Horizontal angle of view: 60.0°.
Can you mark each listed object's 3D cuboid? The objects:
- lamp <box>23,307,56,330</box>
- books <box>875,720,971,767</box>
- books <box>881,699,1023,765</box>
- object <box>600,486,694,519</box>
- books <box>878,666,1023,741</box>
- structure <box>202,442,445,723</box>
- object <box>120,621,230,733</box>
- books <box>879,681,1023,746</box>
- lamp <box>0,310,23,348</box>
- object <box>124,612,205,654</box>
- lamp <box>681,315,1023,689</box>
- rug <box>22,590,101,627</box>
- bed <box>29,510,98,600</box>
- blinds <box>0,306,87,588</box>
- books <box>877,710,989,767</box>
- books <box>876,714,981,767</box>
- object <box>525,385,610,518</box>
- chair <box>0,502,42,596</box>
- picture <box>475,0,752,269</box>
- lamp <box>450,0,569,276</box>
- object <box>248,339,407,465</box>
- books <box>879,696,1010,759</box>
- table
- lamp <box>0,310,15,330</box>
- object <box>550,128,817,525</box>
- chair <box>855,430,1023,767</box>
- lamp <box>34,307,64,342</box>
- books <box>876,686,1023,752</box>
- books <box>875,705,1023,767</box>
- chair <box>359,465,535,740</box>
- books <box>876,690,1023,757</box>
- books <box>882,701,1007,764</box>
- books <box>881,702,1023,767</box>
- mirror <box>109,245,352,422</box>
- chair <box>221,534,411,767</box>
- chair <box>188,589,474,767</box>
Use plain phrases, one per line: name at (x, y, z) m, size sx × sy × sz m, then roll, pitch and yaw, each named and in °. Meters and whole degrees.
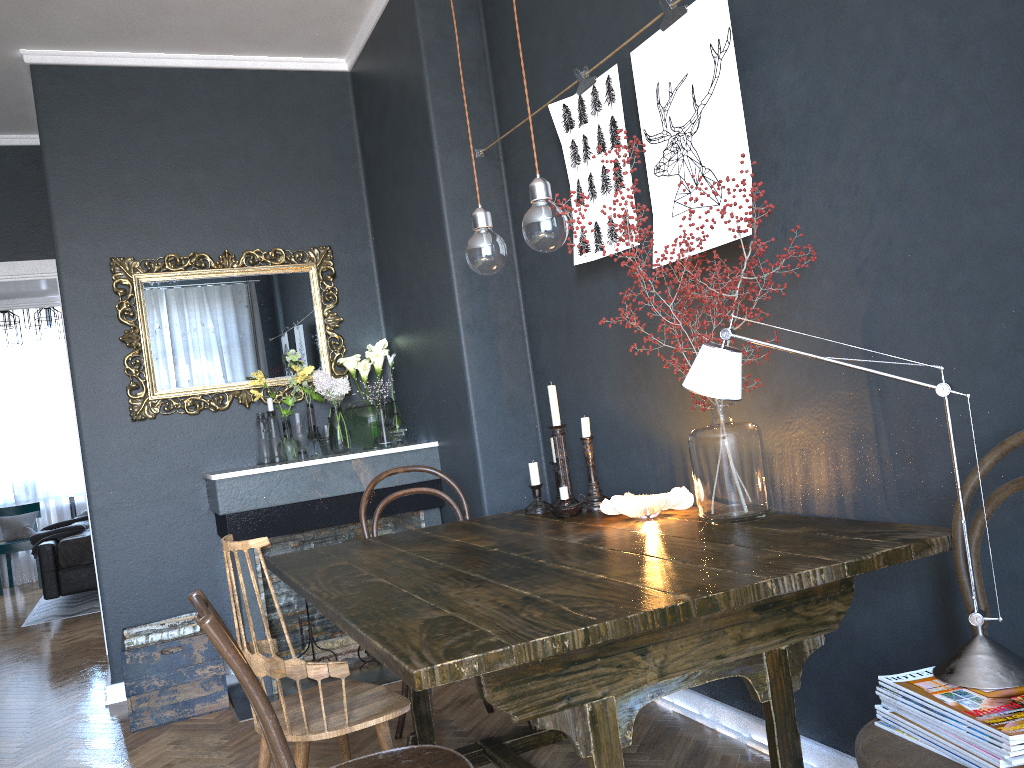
lamp at (-3.808, -0.831, 7.073) m, size 0.210 × 0.769 × 0.210 m, roll -8°, pitch -1°, yaw -10°
books at (0.769, 0.561, 1.407) m, size 0.218 × 0.008 × 0.305 m, roll -7°, pitch -2°, yaw -16°
books at (0.771, 0.520, 1.402) m, size 0.218 × 0.006 × 0.305 m, roll -8°, pitch -2°, yaw -11°
object at (0.371, 0.332, 2.438) m, size 0.252 × 0.072 × 0.254 m, roll -7°, pitch -2°, yaw -17°
books at (0.767, 0.486, 1.401) m, size 0.218 × 0.013 × 0.305 m, roll -8°, pitch -2°, yaw -11°
structure at (-0.817, 0.826, 4.076) m, size 1.064 × 0.981 × 0.835 m, roll -7°, pitch -1°, yaw -23°
object at (-1.472, 1.230, 3.857) m, size 0.383 × 0.326 × 0.553 m, roll -7°, pitch -1°, yaw -23°
books at (0.769, 0.494, 1.403) m, size 0.218 × 0.008 × 0.305 m, roll -8°, pitch -2°, yaw -11°
lamp at (-4.355, -0.724, 7.573) m, size 0.210 × 0.804 × 0.210 m, roll -8°, pitch -1°, yaw -10°
object at (-1.478, 1.154, 3.860) m, size 0.369 × 0.246 × 0.533 m, roll -7°, pitch -2°, yaw -23°
lamp at (0.739, 0.359, 1.541) m, size 0.800 × 1.069 × 0.242 m, roll -8°, pitch -1°, yaw 21°
rug at (-3.268, 1.749, 7.604) m, size 1.457 × 0.013 × 2.047 m, roll -7°, pitch -2°, yaw -23°
bed at (-2.892, 1.118, 7.843) m, size 2.373 × 1.161 × 2.268 m, roll -7°, pitch -2°, yaw -23°
blinds at (-4.569, 0.561, 9.209) m, size 3.989 × 2.788 × 0.312 m, roll -7°, pitch -1°, yaw -23°
books at (0.767, 0.546, 1.408) m, size 0.218 × 0.008 × 0.305 m, roll -8°, pitch -2°, yaw -11°
books at (0.767, 0.554, 1.409) m, size 0.218 × 0.007 × 0.305 m, roll -8°, pitch -2°, yaw -11°
object at (0.147, 0.201, 2.857) m, size 0.223 × 0.419 × 0.368 m, roll -8°, pitch -1°, yaw -22°
chair at (-4.779, 1.583, 8.600) m, size 0.435 × 0.798 × 0.593 m, roll -8°, pitch -1°, yaw -23°
picture at (0.774, -0.779, 1.664) m, size 0.057 × 0.771 × 4.462 m, roll -8°, pitch -2°, yaw -23°
lamp at (-0.753, -0.987, 2.167) m, size 1.591 × 1.574 × 0.583 m, roll -8°, pitch -1°, yaw 8°
object at (-0.881, 0.069, 4.276) m, size 0.726 × 0.547 × 0.474 m, roll -7°, pitch -1°, yaw -20°
books at (0.766, 0.516, 1.404) m, size 0.218 × 0.008 × 0.288 m, roll -8°, pitch -2°, yaw -12°
table at (0.110, 0.764, 2.208) m, size 1.125 × 0.727 × 1.606 m, roll -7°, pitch -2°, yaw -23°
lamp at (-4.214, -0.804, 7.215) m, size 0.210 × 0.714 × 0.210 m, roll -8°, pitch -1°, yaw -10°
object at (0.494, -0.125, 2.191) m, size 0.557 × 0.930 × 0.638 m, roll -9°, pitch -1°, yaw 37°
chair at (0.812, 0.546, 1.401) m, size 0.549 × 0.920 × 0.438 m, roll -7°, pitch -1°, yaw -26°
lamp at (-4.196, -0.764, 7.979) m, size 0.210 × 0.747 × 0.210 m, roll -8°, pitch -1°, yaw -10°
books at (0.766, 0.502, 1.402) m, size 0.218 × 0.008 × 0.305 m, roll -8°, pitch -2°, yaw -12°
books at (0.764, 0.538, 1.409) m, size 0.218 × 0.013 × 0.305 m, roll -8°, pitch -2°, yaw -11°
chair at (-0.231, 0.735, 2.982) m, size 0.437 × 0.920 × 0.549 m, roll -8°, pitch -1°, yaw -21°
books at (0.764, 0.509, 1.401) m, size 0.218 × 0.008 × 0.305 m, roll -8°, pitch -2°, yaw -12°
books at (0.770, 0.527, 1.410) m, size 0.218 × 0.008 × 0.288 m, roll -8°, pitch -2°, yaw -10°
books at (0.770, 0.532, 1.410) m, size 0.218 × 0.008 × 0.288 m, roll -8°, pitch -2°, yaw -10°
mirror at (-1.347, -0.268, 4.329) m, size 1.056 × 0.784 × 0.067 m, roll -7°, pitch -1°, yaw -23°
chair at (-0.508, 0.791, 2.286) m, size 0.383 × 0.856 × 0.456 m, roll -7°, pitch -1°, yaw -38°
chair at (-0.302, 0.759, 1.664) m, size 0.466 × 0.820 × 0.363 m, roll -8°, pitch -1°, yaw -24°
